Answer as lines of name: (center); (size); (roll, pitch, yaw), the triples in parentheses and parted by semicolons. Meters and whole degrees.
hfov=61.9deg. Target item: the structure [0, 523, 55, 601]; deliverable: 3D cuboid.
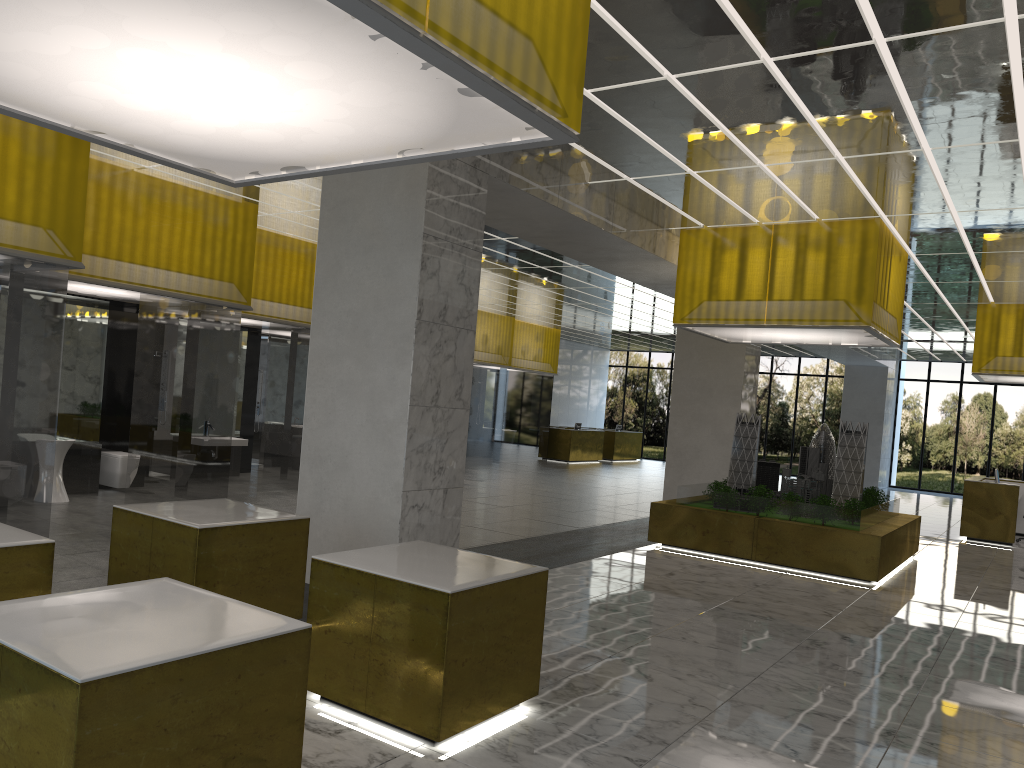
structure: (-4.492, 1.702, 6.398); (1.444, 1.174, 1.361); (4, -1, 34)

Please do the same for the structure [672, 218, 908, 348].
structure: (5.237, -2.003, 15.883); (3.444, 2.270, 3.060); (4, -1, 34)

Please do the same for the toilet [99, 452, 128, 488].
toilet: (-8.130, 1.774, 17.625); (0.889, 0.694, 0.481); (4, 0, 35)

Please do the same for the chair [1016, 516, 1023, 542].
chair: (13.451, 3.310, 21.364); (0.988, 1.494, 1.174); (5, 0, -32)

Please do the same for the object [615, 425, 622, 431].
object: (5.370, 2.427, 43.807); (0.583, 0.668, 0.707); (5, 0, 34)

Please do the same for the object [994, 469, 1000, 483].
object: (12.715, 2.551, 22.124); (0.583, 0.668, 0.707); (5, 0, 34)

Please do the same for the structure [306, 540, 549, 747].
structure: (-0.688, 2.024, 6.907); (1.444, 1.174, 1.361); (4, -1, 34)

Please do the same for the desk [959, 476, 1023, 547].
desk: (13.413, 3.316, 21.559); (3.404, 1.508, 3.285); (4, -1, 34)

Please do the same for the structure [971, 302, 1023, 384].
structure: (13.749, -1.184, 21.539); (3.443, 2.270, 2.941); (4, -1, 35)

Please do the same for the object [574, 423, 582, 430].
object: (2.937, 2.144, 39.981); (0.583, 0.668, 0.707); (5, 0, 34)

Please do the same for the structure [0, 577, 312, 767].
structure: (-2.115, 1.858, 4.662); (1.444, 1.174, 1.361); (4, -1, 34)

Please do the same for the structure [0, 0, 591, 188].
structure: (-1.703, -2.809, 4.972); (3.443, 2.270, 3.059); (4, -1, 34)

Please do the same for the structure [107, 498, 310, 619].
structure: (-3.067, 1.867, 8.638); (1.444, 1.174, 1.361); (4, -1, 34)

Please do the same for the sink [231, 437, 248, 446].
sink: (-7.237, 1.313, 20.799); (0.926, 1.053, 1.308); (5, 0, 34)

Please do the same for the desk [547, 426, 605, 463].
desk: (2.123, 2.812, 40.564); (3.404, 1.508, 3.285); (4, -1, 34)

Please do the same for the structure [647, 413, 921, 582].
structure: (5.610, 1.946, 16.912); (4.097, 2.571, 4.854); (4, -1, 34)

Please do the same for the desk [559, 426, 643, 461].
desk: (4.535, 3.092, 44.357); (3.404, 1.508, 3.285); (4, -1, 34)

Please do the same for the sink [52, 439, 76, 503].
sink: (-8.440, 1.576, 15.730); (0.773, 1.460, 0.638); (5, 0, 35)

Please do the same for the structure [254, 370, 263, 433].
structure: (-7.496, 0.495, 24.828); (0.238, 1.854, 0.427); (5, 1, 25)
